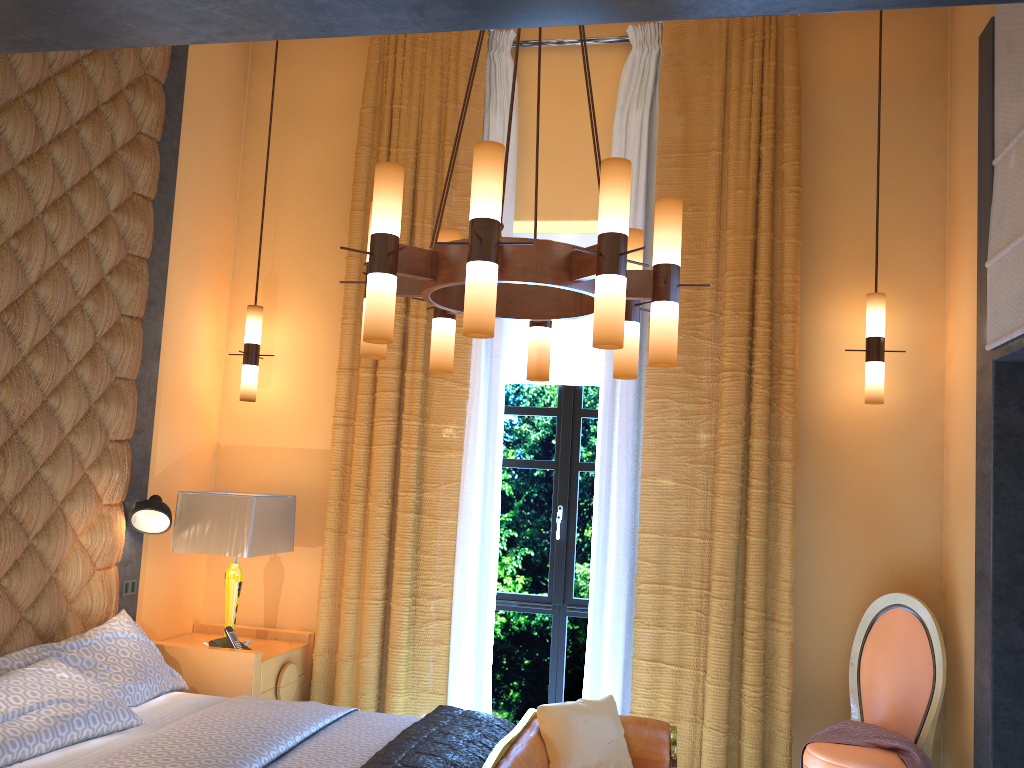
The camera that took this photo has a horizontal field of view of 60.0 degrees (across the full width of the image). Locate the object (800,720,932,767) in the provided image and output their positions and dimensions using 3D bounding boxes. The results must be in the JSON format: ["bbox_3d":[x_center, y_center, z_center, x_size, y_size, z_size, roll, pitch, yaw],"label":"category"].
[{"bbox_3d":[1.593,1.779,3.773,0.429,0.571,0.803,7,-7,-30],"label":"object"}]

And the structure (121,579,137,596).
[{"bbox_3d":[-1.847,0.981,4.271,0.016,0.071,0.103,2,-6,12],"label":"structure"}]

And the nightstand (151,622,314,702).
[{"bbox_3d":[-1.493,1.653,4.571,0.720,0.689,0.682,2,-6,12],"label":"nightstand"}]

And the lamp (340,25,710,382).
[{"bbox_3d":[0.062,-1.148,2.973,1.141,2.164,1.143,-1,-7,34],"label":"lamp"}]

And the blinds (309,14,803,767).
[{"bbox_3d":[0.229,0.019,4.589,2.450,4.138,0.134,2,-5,12],"label":"blinds"}]

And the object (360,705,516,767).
[{"bbox_3d":[-0.290,1.325,3.052,0.405,0.104,1.464,2,-7,11],"label":"object"}]

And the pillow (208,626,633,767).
[{"bbox_3d":[-0.294,1.382,3.678,1.148,0.406,2.630,8,-8,-36],"label":"pillow"}]

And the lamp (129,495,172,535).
[{"bbox_3d":[-1.578,0.661,4.355,0.568,0.217,0.231,7,-7,-31],"label":"lamp"}]

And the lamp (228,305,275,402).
[{"bbox_3d":[-1.444,-0.169,4.915,0.199,0.531,0.199,7,-6,-33],"label":"lamp"}]

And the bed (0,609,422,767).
[{"bbox_3d":[-1.086,1.404,3.211,2.106,0.823,1.892,2,-6,11],"label":"bed"}]

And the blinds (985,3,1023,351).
[{"bbox_3d":[1.913,-0.971,3.272,0.042,1.573,0.897,2,-6,12],"label":"blinds"}]

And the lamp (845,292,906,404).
[{"bbox_3d":[1.749,-0.170,4.269,0.199,0.531,0.199,7,-6,-33],"label":"lamp"}]

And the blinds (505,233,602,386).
[{"bbox_3d":[0.349,-0.426,5.014,1.200,0.871,0.013,2,-5,12],"label":"blinds"}]

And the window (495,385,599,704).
[{"bbox_3d":[0.293,0.630,4.928,1.200,2.994,0.130,2,-5,12],"label":"window"}]

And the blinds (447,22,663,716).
[{"bbox_3d":[0.207,0.050,4.676,2.050,4.068,0.237,2,-5,9],"label":"blinds"}]

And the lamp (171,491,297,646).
[{"bbox_3d":[-1.425,0.962,4.535,0.424,0.801,0.506,2,-6,12],"label":"lamp"}]

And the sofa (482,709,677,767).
[{"bbox_3d":[0.241,1.593,3.000,0.650,0.639,1.618,2,-6,12],"label":"sofa"}]

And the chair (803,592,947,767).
[{"bbox_3d":[1.584,1.514,3.908,0.500,1.145,0.633,-2,-8,45],"label":"chair"}]
